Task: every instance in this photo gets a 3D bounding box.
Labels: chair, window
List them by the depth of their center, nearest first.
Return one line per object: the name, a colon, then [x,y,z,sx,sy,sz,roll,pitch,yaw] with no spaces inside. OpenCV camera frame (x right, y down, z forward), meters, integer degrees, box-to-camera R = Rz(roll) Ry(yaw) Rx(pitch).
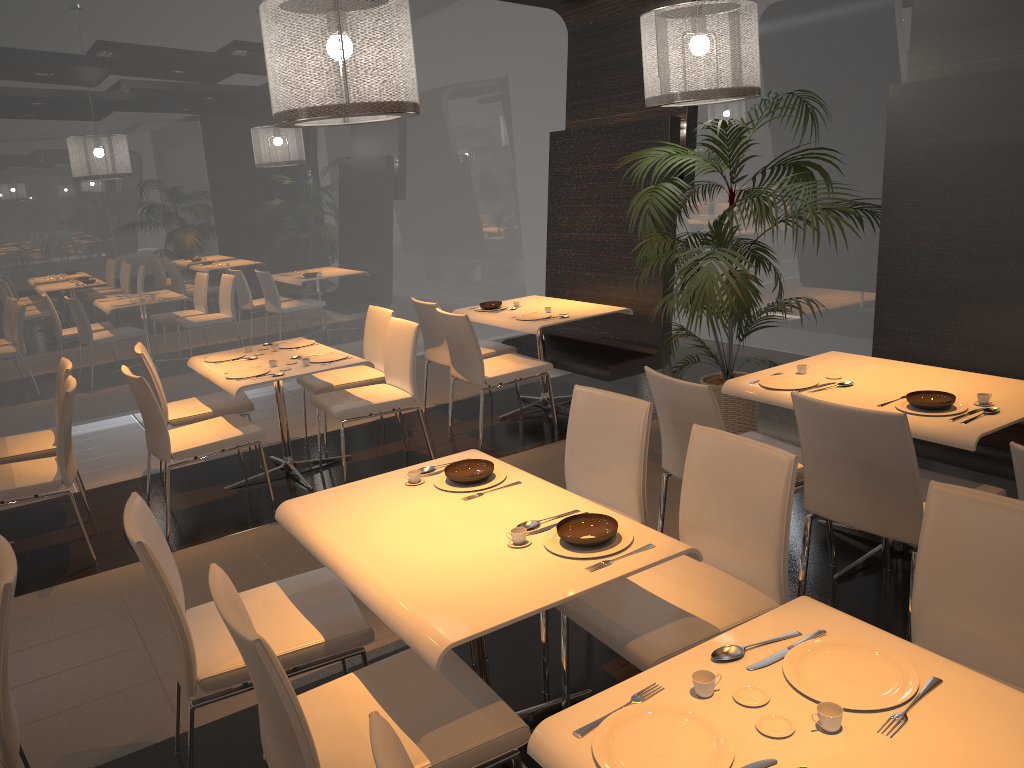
chair: [0.140,0.956,1.447,0.608,0.863,0.488,-10,12,-23]
chair: [0.990,0.753,1.966,0.610,0.863,0.487,-12,13,-33]
chair: [-0.335,0.833,2.114,0.609,0.863,0.488,-11,12,-28]
chair: [-1.498,0.915,2.192,0.610,0.858,0.487,-12,13,-33]
chair: [1.745,0.571,2.421,0.608,0.858,0.488,-10,12,-23]
chair: [0.497,0.637,2.602,0.609,0.858,0.488,-11,12,-28]
chair: [-0.769,0.738,2.648,0.608,0.858,0.488,-10,12,-23]
chair: [1.364,0.426,3.156,0.610,0.863,0.487,-12,13,-33]
chair: [0.190,0.511,3.222,0.610,0.858,0.487,-12,13,-33]
chair: [0.925,0.340,3.660,0.608,0.863,0.488,-10,12,-23]
chair: [-2.400,0.465,4.340,0.608,0.858,0.488,-10,12,-23]
chair: [-1.700,0.299,4.770,0.610,0.863,0.487,-12,13,-33]
chair: [-2.700,0.355,4.898,0.609,0.863,0.488,-11,12,-28]
chair: [-0.845,0.088,5.307,0.609,0.858,0.488,-11,12,-28]
chair: [-1.926,0.154,5.428,0.608,0.858,0.488,-10,12,-23]
window: [2.657,-1.931,5.750,0.070,3.925,6.633,-11,14,-30]
chair: [-0.113,-0.087,5.763,0.609,0.863,0.488,-11,12,-28]
chair: [-1.076,-0.037,5.906,0.609,0.863,0.488,-11,12,-28]
chair: [-0.344,-0.217,6.361,0.609,0.858,0.488,-11,12,-28]
window: [-2.641,-1.780,7.039,6.626,3.928,0.070,-13,12,-31]

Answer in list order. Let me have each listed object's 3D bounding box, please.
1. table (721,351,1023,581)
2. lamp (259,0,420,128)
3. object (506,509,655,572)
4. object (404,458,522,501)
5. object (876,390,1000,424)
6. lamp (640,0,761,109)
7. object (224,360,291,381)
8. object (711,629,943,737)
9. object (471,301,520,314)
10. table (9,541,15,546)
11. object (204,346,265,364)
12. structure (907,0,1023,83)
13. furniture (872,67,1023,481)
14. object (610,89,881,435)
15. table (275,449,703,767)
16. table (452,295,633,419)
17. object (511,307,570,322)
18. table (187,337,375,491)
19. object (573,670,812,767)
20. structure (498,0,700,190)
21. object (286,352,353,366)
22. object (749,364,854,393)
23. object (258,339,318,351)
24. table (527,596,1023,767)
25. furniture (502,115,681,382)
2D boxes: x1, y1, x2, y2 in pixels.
table: [1.589,0.354,3.666,0.806,0.716,1.156,-12,14,-30]
lamp: [-0.795,-2.076,3.678,0.627,1.905,0.635,-6,10,-3]
object: [0.165,0.404,2.392,0.306,0.043,0.367,-14,16,-31]
object: [-0.179,0.299,2.939,0.306,0.043,0.367,-14,16,-31]
object: [1.585,0.065,3.257,0.306,0.043,0.367,-14,16,-31]
lamp: [0.974,-2.498,4.753,0.626,1.905,0.635,-5,10,1]
object: [-1.408,-0.076,4.914,0.338,0.037,0.379,-15,17,-36]
object: [0.579,0.543,1.693,0.338,0.037,0.378,-17,18,-41]
object: [-0.114,-0.570,6.440,0.306,0.043,0.367,-14,16,-31]
table: [-2.992,0.578,4.403,0.806,0.716,1.156,-12,14,-30]
object: [-1.706,-0.180,5.441,0.338,0.037,0.379,-15,17,-36]
structure: [-1.543,-0.643,0.673,10.737,1.714,2.924,-13,15,-31]
furniture: [2.527,-0.421,3.282,0.762,1.652,2.924,-11,14,-30]
object: [1.357,-0.707,5.293,1.509,2.033,1.578,-9,12,-18]
table: [0.001,0.729,2.719,1.060,0.716,1.156,-13,15,-30]
table: [0.216,-0.182,6.331,0.806,0.716,1.156,-12,14,-30]
object: [0.209,-0.467,5.916,0.338,0.037,0.379,-15,17,-36]
table: [-1.392,0.200,5.362,0.806,0.716,1.156,-12,14,-30]
object: [0.324,0.609,1.517,0.338,0.037,0.379,-15,17,-36]
structure: [-1.570,-1.707,5.013,5.975,1.705,1.412,-13,14,-31]
object: [-1.140,-0.161,5.161,0.338,0.037,0.378,-17,18,-41]
object: [1.240,-0.023,3.749,0.338,0.037,0.379,-15,17,-36]
object: [-1.454,-0.263,5.687,0.338,0.037,0.378,-17,18,-41]
table: [0.695,0.994,1.398,0.806,0.716,1.156,-12,14,-30]
furniture: [0.506,-1.014,6.409,0.762,1.653,1.412,-11,13,-30]
